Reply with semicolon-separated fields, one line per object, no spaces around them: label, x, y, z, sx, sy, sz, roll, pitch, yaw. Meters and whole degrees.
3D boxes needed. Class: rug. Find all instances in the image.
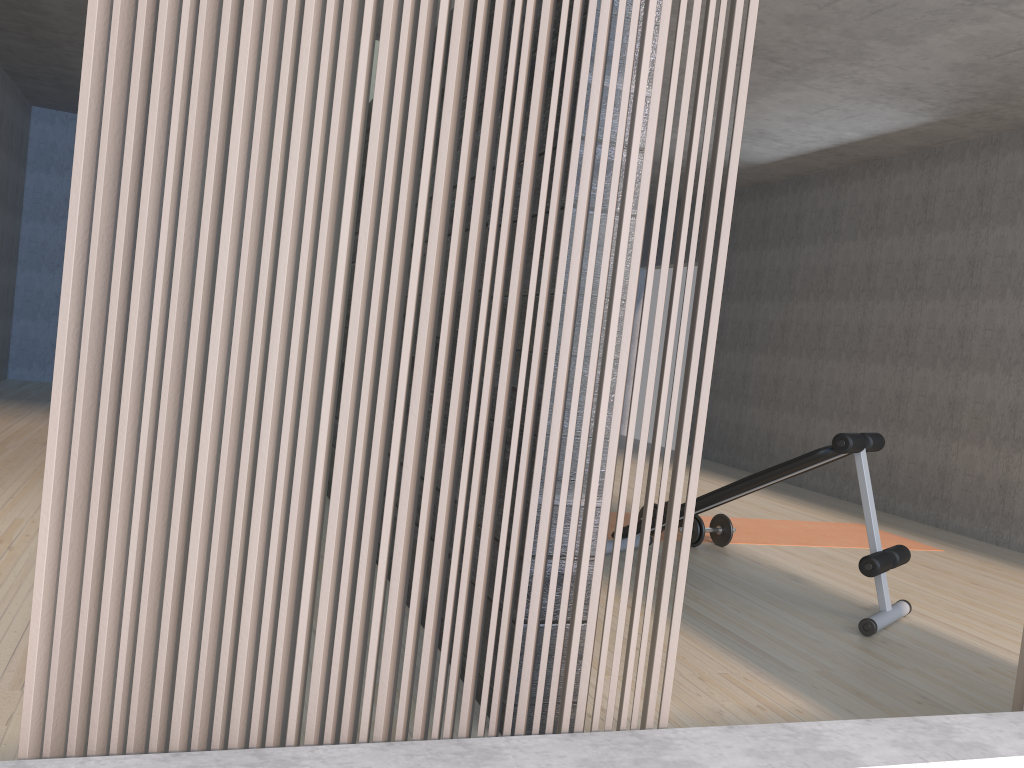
rug;1.205;0.855;5.237;2.779;0.002;0.716;6;3;-20

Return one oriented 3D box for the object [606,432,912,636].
object;1.055;0.519;3.920;1.312;0.746;0.505;9;3;39

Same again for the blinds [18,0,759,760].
blinds;-0.084;-0.508;1.480;1.133;2.744;0.069;6;3;-20

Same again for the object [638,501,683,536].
object;0.820;0.733;4.853;0.176;0.176;0.385;9;3;41

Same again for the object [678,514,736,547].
object;1.035;0.775;4.702;0.385;0.176;0.176;5;3;-29

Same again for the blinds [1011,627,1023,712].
blinds;1.814;-0.319;2.188;1.133;2.744;0.069;6;3;-20
